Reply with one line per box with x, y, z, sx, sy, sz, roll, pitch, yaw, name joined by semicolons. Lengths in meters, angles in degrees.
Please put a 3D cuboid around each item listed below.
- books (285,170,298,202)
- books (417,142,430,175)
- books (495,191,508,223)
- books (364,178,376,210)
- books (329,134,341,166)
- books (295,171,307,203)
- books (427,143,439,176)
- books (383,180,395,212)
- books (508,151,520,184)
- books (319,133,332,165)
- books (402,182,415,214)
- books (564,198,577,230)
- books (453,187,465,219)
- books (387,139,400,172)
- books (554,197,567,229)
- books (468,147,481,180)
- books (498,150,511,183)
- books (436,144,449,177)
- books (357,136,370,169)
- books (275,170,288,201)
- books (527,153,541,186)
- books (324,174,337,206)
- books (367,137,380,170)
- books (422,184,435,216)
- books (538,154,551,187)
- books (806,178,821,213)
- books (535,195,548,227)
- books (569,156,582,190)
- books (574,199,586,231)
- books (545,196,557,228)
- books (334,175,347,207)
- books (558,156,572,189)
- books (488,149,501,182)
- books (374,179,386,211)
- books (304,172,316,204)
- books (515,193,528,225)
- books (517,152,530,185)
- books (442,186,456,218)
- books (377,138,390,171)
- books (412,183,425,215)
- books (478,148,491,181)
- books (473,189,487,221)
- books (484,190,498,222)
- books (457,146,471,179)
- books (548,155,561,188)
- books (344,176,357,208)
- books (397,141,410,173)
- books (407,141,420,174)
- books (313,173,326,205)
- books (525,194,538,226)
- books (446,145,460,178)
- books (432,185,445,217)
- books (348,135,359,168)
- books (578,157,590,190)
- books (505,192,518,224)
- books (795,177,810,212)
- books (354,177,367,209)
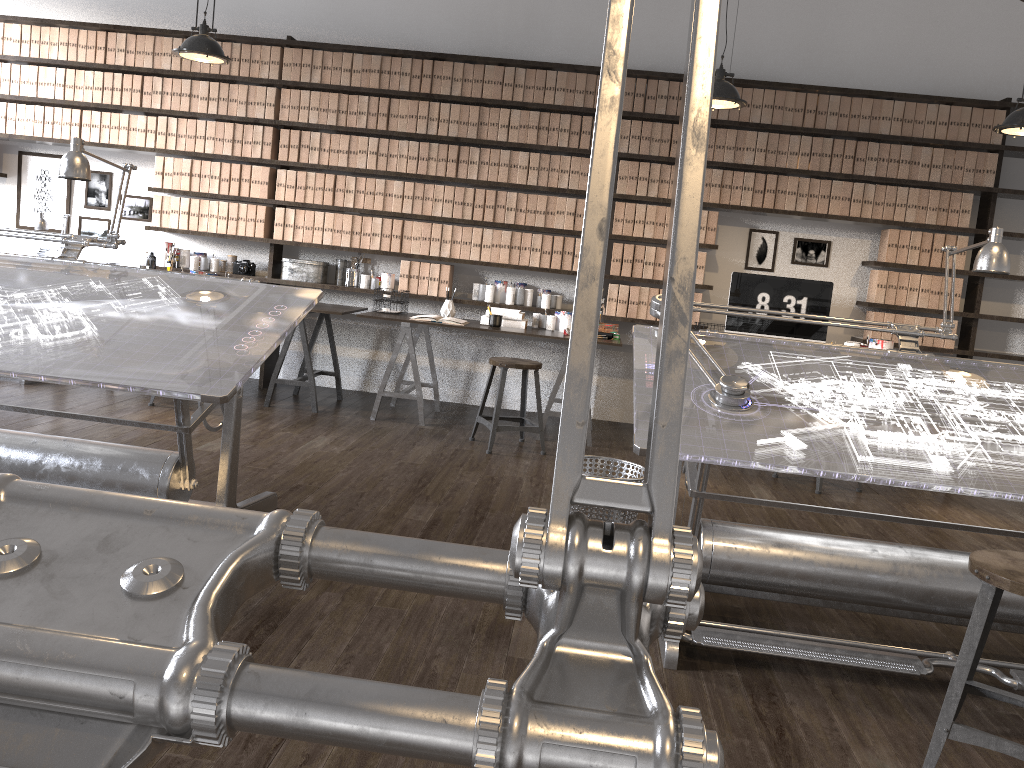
-1.531;-1.384;6.246;0.067;0.224;0.175;6;6;4;books
-0.599;-1.551;6.146;0.067;0.225;0.175;6;6;5;books
-0.069;-1.214;6.131;0.067;0.224;0.175;6;6;4;books
-0.973;-1.319;6.206;0.067;0.224;0.175;6;6;4;books
-1.216;-1.625;6.204;0.067;0.224;0.175;6;6;5;books
-1.459;-1.375;6.240;0.067;0.225;0.175;6;6;5;books
-0.536;-1.545;6.145;0.067;0.224;0.175;6;6;4;books
-0.840;-1.304;6.193;0.067;0.224;0.175;6;6;4;books
0.021;-1.480;6.099;0.067;0.224;0.175;6;6;4;books
-1.286;-1.633;6.210;0.067;0.224;0.175;6;6;5;books
-0.706;-1.287;6.179;0.067;0.225;0.175;6;6;5;books
0.402;-1.158;6.086;0.067;0.225;0.175;6;6;4;books
-0.355;-1.246;6.148;0.067;0.225;0.175;6;6;4;books
-0.810;-1.577;6.171;0.067;0.224;0.175;6;6;5;books
0.336;-1.165;6.093;0.067;0.224;0.175;6;6;5;books
-0.253;-1.511;6.119;0.067;0.224;0.175;6;6;5;books
-0.046;-1.487;6.100;0.067;0.225;0.175;6;6;5;books
-0.470;-1.537;6.142;0.067;0.224;0.175;6;6;5;books
-1.021;-1.601;6.185;0.067;0.224;0.175;6;6;5;books
-1.602;-1.393;6.256;0.067;0.224;0.175;6;6;4;books
0.154;-1.463;6.085;0.067;0.225;0.175;6;6;5;books
-1.258;-1.352;6.225;0.067;0.225;0.175;6;6;4;books
-0.950;-1.593;6.177;0.067;0.225;0.175;6;6;4;books
-0.567;-1.272;6.173;0.067;0.224;0.175;6;6;4;books
0.224;-1.456;6.083;0.067;0.224;0.175;6;6;4;books
2.000;-1.254;5.936;0.067;0.224;0.175;6;6;5;books
0.208;-1.180;6.101;0.067;0.225;0.175;6;6;4;books
0.434;-1.430;6.060;0.067;0.224;0.175;6;6;5;books
0.472;-1.150;6.084;0.067;0.224;0.175;6;6;5;books
0.274;-1.173;6.100;0.067;0.224;0.175;6;6;5;books
-1.184;-1.344;6.224;0.067;0.224;0.175;6;6;5;books
0.362;-1.439;6.069;0.067;0.224;0.175;6;6;5;books
-0.112;-1.495;6.112;0.067;0.224;0.175;6;6;4;books
-0.907;-1.311;6.194;0.067;0.225;0.175;6;6;5;books
-1.396;-1.369;6.239;0.067;0.224;0.175;6;6;4;books
0.071;-1.197;6.118;0.067;0.224;0.175;6;6;5;books
0.083;-1.472;6.093;0.067;0.224;0.175;6;6;4;books
-0.427;-1.254;6.154;0.067;0.224;0.175;6;6;5;books
-0.880;-1.585;6.175;0.067;0.224;0.175;6;6;5;books
-0.636;-1.280;6.177;0.067;0.224;0.175;6;6;4;books
-0.182;-1.503;6.118;0.067;0.224;0.175;6;6;4;books
-0.217;-1.231;6.143;0.067;0.224;0.175;6;6;4;books
-0.144;-1.222;6.131;0.067;0.225;0.175;6;6;5;books
-0.323;-1.520;6.130;0.067;0.224;0.175;6;6;5;books
0.294;-1.448;6.079;0.067;0.224;0.175;6;6;4;books
-1.114;-1.335;6.213;0.067;0.224;0.175;6;6;5;books
-0.742;-1.569;6.162;0.067;0.224;0.175;6;6;4;books
-0.670;-1.560;6.152;0.067;0.224;0.175;6;6;4;books
-1.331;-1.361;6.236;0.067;0.224;0.175;6;6;5;books
0.142;-1.189;6.112;0.067;0.224;0.175;6;6;5;books
-0.398;-1.528;6.131;0.067;0.225;0.175;6;6;4;books
-0.498;-1.263;6.163;0.067;0.224;0.175;6;6;5;books
-1.083;-1.609;6.192;0.067;0.224;0.175;6;6;5;books
0.500;-1.423;6.054;0.067;0.225;0.175;6;6;4;books
0.001;-1.205;6.120;0.067;0.224;0.175;6;6;4;books
1.931;-1.262;5.938;0.067;0.224;0.175;6;6;4;books
-1.043;-1.328;6.212;0.067;0.224;0.175;6;6;4;books
